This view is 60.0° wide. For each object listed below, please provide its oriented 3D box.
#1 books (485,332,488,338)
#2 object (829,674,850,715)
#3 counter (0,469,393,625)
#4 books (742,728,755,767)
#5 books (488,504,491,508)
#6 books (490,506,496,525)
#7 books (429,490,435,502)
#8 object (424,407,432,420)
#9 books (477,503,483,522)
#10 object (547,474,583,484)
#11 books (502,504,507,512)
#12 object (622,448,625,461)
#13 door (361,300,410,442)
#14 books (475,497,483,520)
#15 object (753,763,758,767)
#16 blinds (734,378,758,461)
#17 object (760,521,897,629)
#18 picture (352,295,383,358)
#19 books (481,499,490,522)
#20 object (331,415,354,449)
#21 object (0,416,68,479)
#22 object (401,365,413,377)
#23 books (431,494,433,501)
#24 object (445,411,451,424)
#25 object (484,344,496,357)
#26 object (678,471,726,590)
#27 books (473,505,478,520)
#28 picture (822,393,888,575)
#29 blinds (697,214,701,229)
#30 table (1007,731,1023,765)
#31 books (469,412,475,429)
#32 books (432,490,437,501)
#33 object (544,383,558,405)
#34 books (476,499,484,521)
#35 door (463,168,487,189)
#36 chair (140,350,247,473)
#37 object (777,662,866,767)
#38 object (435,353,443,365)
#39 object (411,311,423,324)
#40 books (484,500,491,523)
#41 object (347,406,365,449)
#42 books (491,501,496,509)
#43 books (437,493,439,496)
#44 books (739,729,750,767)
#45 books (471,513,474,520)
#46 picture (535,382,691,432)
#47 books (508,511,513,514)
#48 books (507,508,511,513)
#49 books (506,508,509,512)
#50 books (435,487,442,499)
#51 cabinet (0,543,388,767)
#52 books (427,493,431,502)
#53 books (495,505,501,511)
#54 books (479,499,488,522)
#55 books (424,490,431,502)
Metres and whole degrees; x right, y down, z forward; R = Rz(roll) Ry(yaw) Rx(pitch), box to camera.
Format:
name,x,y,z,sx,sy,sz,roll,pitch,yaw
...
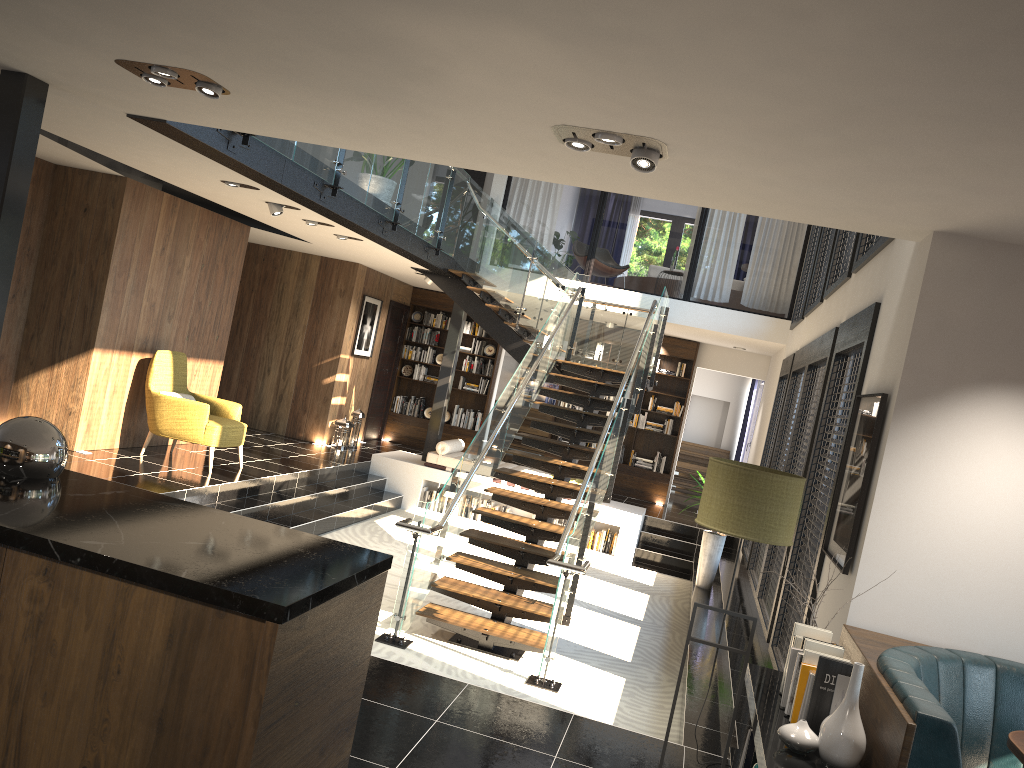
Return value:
name,x,y,z,sx,sy,sz,roll,pitch,yaw
books,-0.428,-0.883,15.112,0.022,0.195,0.135,12,2,12
object,1.245,1.245,3.394,0.047,0.262,0.020,12,2,12
counter,-2.137,0.156,2.667,3.571,0.041,0.698,12,1,12
books,1.120,1.658,3.887,0.194,0.244,0.036,12,2,12
books,-0.315,1.773,12.165,0.034,0.252,0.151,12,2,12
books,-0.261,1.795,12.119,0.028,0.233,0.206,12,1,12
books,-1.110,1.601,12.295,0.030,0.256,0.145,12,2,12
object,-1.415,0.506,15.240,0.212,0.222,0.082,12,2,12
books,-0.417,1.755,12.155,0.027,0.246,0.193,12,1,12
object,0.698,1.551,12.344,0.466,0.510,1.167,12,1,12
books,-0.123,1.798,12.131,0.030,0.284,0.176,12,2,12
object,1.825,1.178,14.574,0.020,0.262,0.047,12,2,12
door,-2.129,-0.202,14.804,0.104,2.348,0.931,12,2,12
books,-0.452,1.715,12.196,0.023,0.308,0.126,12,2,12
object,1.029,1.635,3.605,0.125,0.258,0.125,12,2,8
blinds,4.356,0.970,16.784,0.161,2.771,1.080,12,2,11
object,1.323,1.011,4.033,0.608,0.745,0.406,11,2,-28
picture,-2.206,-0.873,13.579,0.028,0.911,0.748,12,1,12
books,-0.362,1.736,12.156,0.020,0.305,0.172,12,2,12
object,-2.505,0.692,13.106,0.262,0.484,0.262,12,2,12
object,-1.485,0.212,2.715,0.228,0.228,0.227,11,1,-27
object,-1.814,-0.223,15.358,0.212,0.222,0.082,12,2,12
books,-1.091,1.621,12.284,0.020,0.225,0.156,12,2,12
object,-1.152,0.562,15.178,0.212,0.222,0.082,12,2,12
object,-0.376,-0.562,15.035,0.212,0.222,0.082,12,2,12
object,2.326,1.687,10.221,0.876,1.338,0.830,12,1,1
books,-0.480,1.728,12.203,0.029,0.271,0.128,12,2,12
picture,1.811,0.502,4.714,0.028,0.911,0.748,12,1,12
blinds,2.880,-2.468,12.024,0.669,2.699,0.134,12,2,12
table,2.521,1.826,3.031,1.537,0.661,0.823,12,1,12
books,-0.676,0.623,15.104,0.011,0.300,0.154,12,2,12
books,-1.066,1.603,12.248,0.035,0.273,0.200,12,1,12
object,0.837,0.157,18.386,0.271,0.860,0.270,13,2,27
books,-0.433,1.730,12.183,0.025,0.287,0.169,12,2,12
door,-1.002,-3.052,15.143,0.930,2.348,0.104,12,2,12
chair,-3.322,0.271,9.340,1.030,1.098,0.807,12,1,11
object,1.183,1.173,3.189,0.319,0.398,0.316,12,1,-12
object,-1.216,-0.419,15.232,0.212,0.222,0.082,12,2,12
object,-1.638,-1.153,15.309,0.212,0.222,0.082,12,2,12
books,-0.341,1.747,12.156,0.023,0.293,0.157,12,2,12
object,-2.345,0.641,13.308,0.182,0.643,0.182,12,2,12
books,-0.276,1.760,12.168,0.036,0.293,0.128,12,2,12
books,-1.013,1.624,12.227,0.027,0.254,0.204,12,1,12
books,1.123,1.671,3.947,0.195,0.218,0.023,12,2,12
books,-0.507,1.712,12.191,0.025,0.293,0.205,12,2,12
picture,1.861,0.244,18.313,3.541,0.749,0.035,12,2,12
books,-0.040,1.849,12.104,0.030,0.218,0.186,12,1,12
books,-0.060,1.825,12.108,0.020,0.257,0.154,12,2,12
books,-0.087,1.822,12.141,0.045,0.252,0.142,12,2,12
books,-1.026,1.590,12.267,0.029,0.314,0.163,12,2,12
cabinet,-2.245,0.663,2.683,3.562,0.994,0.698,12,1,12
books,-1.144,1.617,12.299,0.029,0.211,0.130,12,2,12
books,-0.219,1.791,12.118,0.050,0.258,0.215,12,1,12
books,-0.383,1.732,12.166,0.026,0.305,0.187,12,2,12
books,-1.173,1.596,12.277,0.027,0.241,0.150,12,2,12
